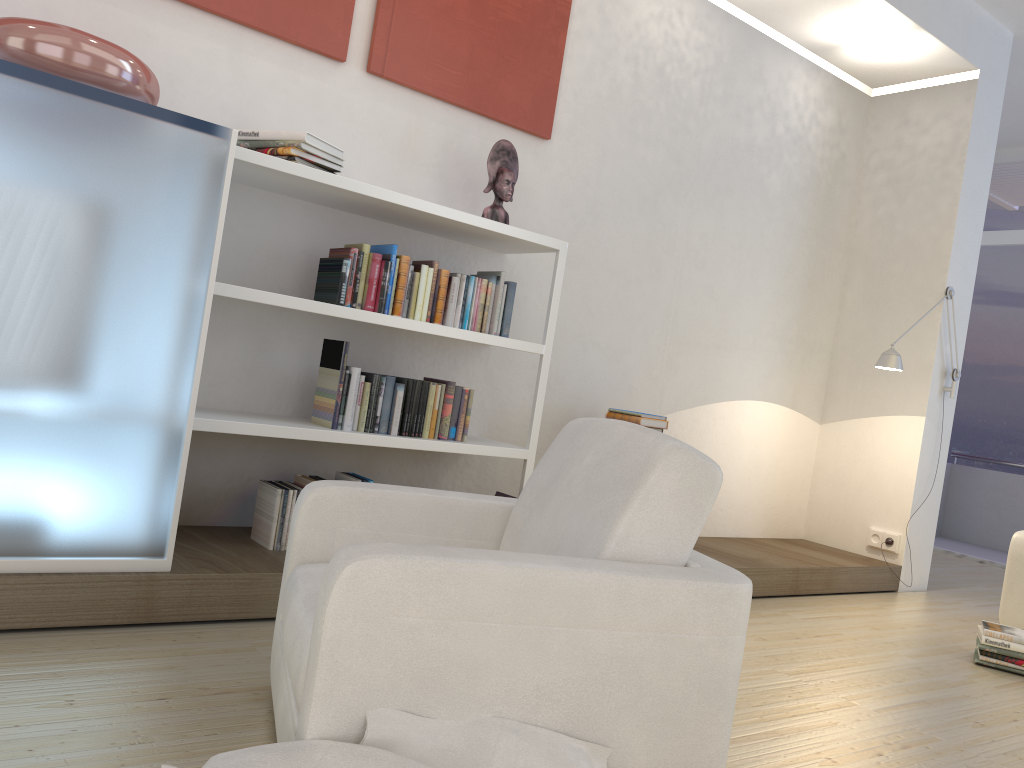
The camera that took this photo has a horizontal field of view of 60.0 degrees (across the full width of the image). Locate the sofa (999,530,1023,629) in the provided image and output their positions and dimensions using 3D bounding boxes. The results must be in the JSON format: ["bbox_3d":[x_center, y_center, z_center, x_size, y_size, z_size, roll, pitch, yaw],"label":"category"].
[{"bbox_3d":[3.482,1.020,3.857,0.941,0.862,2.166,9,0,-38],"label":"sofa"}]

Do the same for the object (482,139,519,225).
[{"bbox_3d":[-0.048,-0.878,3.922,0.133,0.409,0.138,9,0,9],"label":"object"}]

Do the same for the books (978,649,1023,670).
[{"bbox_3d":[2.222,1.224,3.917,0.287,0.018,0.247,9,0,26],"label":"books"}]

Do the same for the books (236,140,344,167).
[{"bbox_3d":[-0.839,-0.869,3.343,0.328,0.027,0.247,9,0,28],"label":"books"}]

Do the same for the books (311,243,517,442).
[{"bbox_3d":[-0.405,-0.161,3.647,0.831,0.743,0.215,9,0,-38],"label":"books"}]

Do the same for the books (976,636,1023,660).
[{"bbox_3d":[2.235,1.177,3.914,0.328,0.027,0.247,9,0,28],"label":"books"}]

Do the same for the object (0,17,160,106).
[{"bbox_3d":[-1.388,-0.978,2.770,0.534,0.206,0.546,9,0,-1],"label":"object"}]

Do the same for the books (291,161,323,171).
[{"bbox_3d":[-0.849,-0.803,3.343,0.328,0.018,0.247,9,0,28],"label":"books"}]

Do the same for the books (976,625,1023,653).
[{"bbox_3d":[2.240,1.144,3.914,0.319,0.038,0.247,9,0,23],"label":"books"}]

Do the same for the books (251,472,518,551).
[{"bbox_3d":[-0.479,0.535,3.652,1.125,0.281,0.274,9,0,-31],"label":"books"}]

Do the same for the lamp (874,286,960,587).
[{"bbox_3d":[2.330,0.297,5.275,0.891,1.841,0.204,9,0,-42],"label":"lamp"}]

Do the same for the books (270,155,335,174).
[{"bbox_3d":[-0.851,-0.822,3.346,0.287,0.018,0.247,9,0,26],"label":"books"}]

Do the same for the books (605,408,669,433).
[{"bbox_3d":[0.597,0.489,4.458,0.270,0.694,0.329,9,0,-38],"label":"books"}]

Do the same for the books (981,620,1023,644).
[{"bbox_3d":[2.240,1.113,3.916,0.287,0.025,0.247,9,0,26],"label":"books"}]

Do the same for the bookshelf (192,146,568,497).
[{"bbox_3d":[-0.622,-0.052,3.606,1.599,1.396,0.465,9,0,-38],"label":"bookshelf"}]

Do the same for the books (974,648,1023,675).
[{"bbox_3d":[2.225,1.243,3.914,0.328,0.018,0.247,9,0,28],"label":"books"}]

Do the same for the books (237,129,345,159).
[{"bbox_3d":[-0.834,-0.901,3.343,0.319,0.038,0.247,9,0,23],"label":"books"}]

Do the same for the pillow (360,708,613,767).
[{"bbox_3d":[-0.075,0.762,1.528,0.615,0.315,0.312,9,0,-11],"label":"pillow"}]

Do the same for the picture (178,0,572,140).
[{"bbox_3d":[-1.022,-1.778,3.348,3.227,0.794,0.030,9,0,-38],"label":"picture"}]

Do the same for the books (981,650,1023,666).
[{"bbox_3d":[2.246,1.206,3.902,0.287,0.025,0.247,9,0,37],"label":"books"}]

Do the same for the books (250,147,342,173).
[{"bbox_3d":[-0.828,-0.839,3.331,0.287,0.025,0.247,9,0,37],"label":"books"}]

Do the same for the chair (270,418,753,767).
[{"bbox_3d":[-0.042,0.461,2.134,0.941,0.828,0.919,9,0,-18],"label":"chair"}]

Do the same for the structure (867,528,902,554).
[{"bbox_3d":[2.314,0.975,5.525,0.028,0.114,0.206,9,0,-38],"label":"structure"}]

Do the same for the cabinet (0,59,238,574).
[{"bbox_3d":[-1.821,-0.235,2.531,1.670,1.396,0.689,9,0,-38],"label":"cabinet"}]

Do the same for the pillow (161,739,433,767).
[{"bbox_3d":[-0.347,0.754,1.419,0.712,0.287,0.299,9,0,15],"label":"pillow"}]
